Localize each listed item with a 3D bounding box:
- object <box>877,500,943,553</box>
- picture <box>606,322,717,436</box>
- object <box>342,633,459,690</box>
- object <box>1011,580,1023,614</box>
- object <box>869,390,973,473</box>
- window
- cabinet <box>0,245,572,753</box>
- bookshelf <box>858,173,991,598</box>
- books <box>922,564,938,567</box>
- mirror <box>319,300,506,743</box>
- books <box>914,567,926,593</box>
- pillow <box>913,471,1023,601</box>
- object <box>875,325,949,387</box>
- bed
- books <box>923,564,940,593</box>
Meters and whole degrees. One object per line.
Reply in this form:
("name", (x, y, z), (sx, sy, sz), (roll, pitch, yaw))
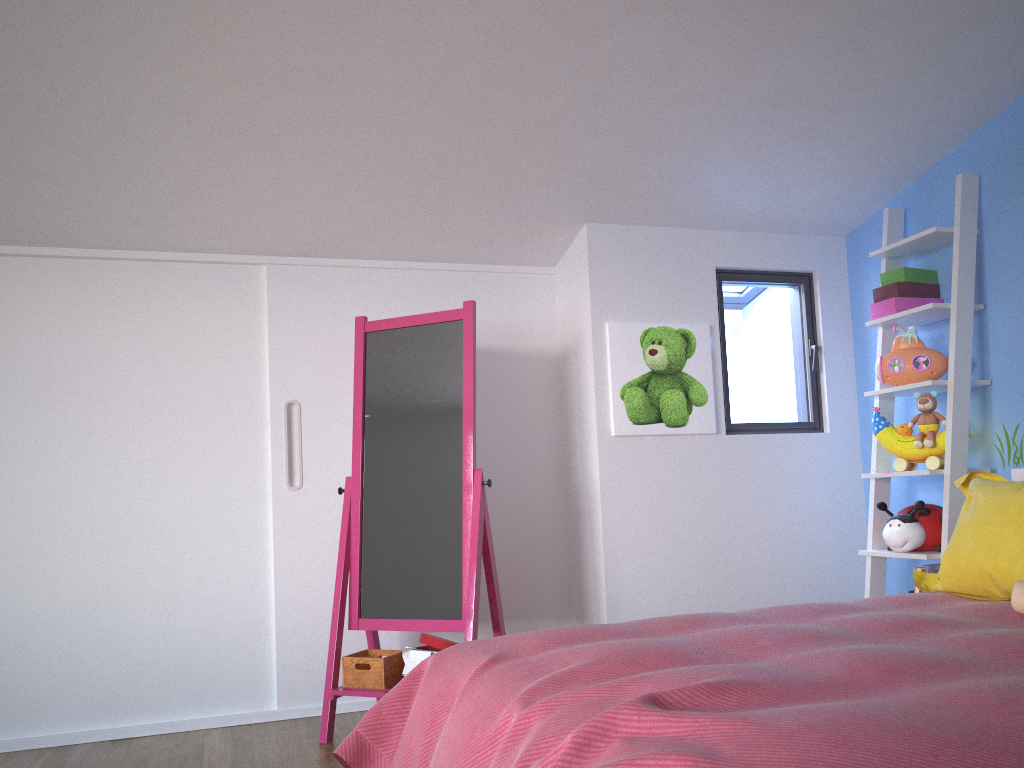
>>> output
("object", (1.443, 0.505, 3.161), (0.322, 0.182, 0.254), (-1, -6, -11))
("picture", (0.590, -0.019, 3.491), (0.450, 0.441, 0.026), (-1, -5, -18))
("object", (-0.309, 0.954, 3.092), (0.446, 0.158, 0.369), (-6, -8, 28))
("object", (1.231, 0.369, 1.920), (0.251, 0.340, 0.287), (-4, -6, 16))
("object", (1.429, 0.171, 3.155), (0.373, 0.280, 0.154), (-9, -8, 44))
("window", (1.053, -0.145, 3.764), (0.585, 0.744, 0.210), (-1, -5, -18))
("cabinet", (-1.791, 0.382, 3.096), (4.231, 1.756, 0.053), (0, -5, -18))
("bookshelf", (1.462, 0.205, 3.191), (0.380, 1.843, 0.393), (-1, -5, -18))
("books", (1.488, 0.743, 3.053), (0.209, 0.252, 0.078), (-1, -5, -18))
("mirror", (-0.346, 0.461, 3.101), (0.611, 1.482, 0.418), (-5, -5, 23))
("books", (1.456, 0.743, 3.020), (0.197, 0.247, 0.080), (-1, -5, -18))
("pillow", (1.586, 0.284, 2.113), (0.679, 0.529, 1.352), (-1, -7, -17))
("object", (1.473, -0.108, 3.212), (0.296, 0.233, 0.158), (-8, -8, 42))
("bed", (0.859, 0.582, 1.832), (2.316, 0.807, 1.937), (0, -7, -18))
("books", (4.047, 3.708, 1.845), (5.401, 6.679, 0.361), (-5, -5, 23))
